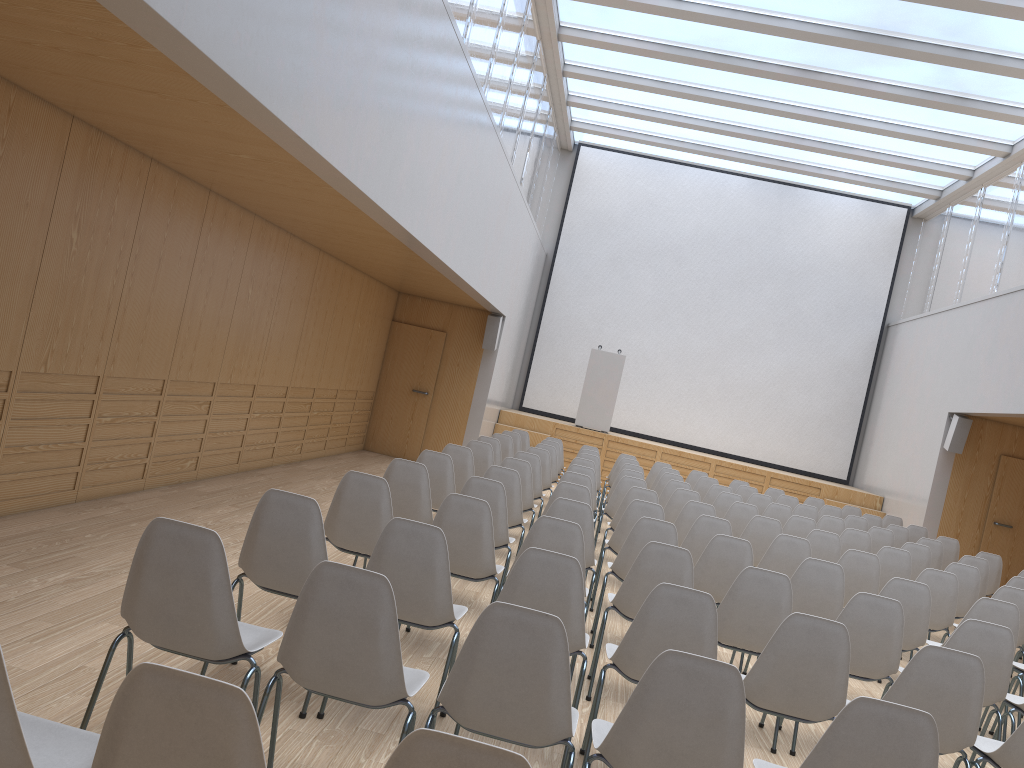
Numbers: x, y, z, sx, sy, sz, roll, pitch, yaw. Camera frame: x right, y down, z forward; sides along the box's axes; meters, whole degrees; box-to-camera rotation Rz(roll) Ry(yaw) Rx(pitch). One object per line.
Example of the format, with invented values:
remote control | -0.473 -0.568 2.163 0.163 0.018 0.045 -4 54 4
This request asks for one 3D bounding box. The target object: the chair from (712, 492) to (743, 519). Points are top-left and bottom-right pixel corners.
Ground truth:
chair | 2.227 1.576 9.515 0.479 0.876 0.505 13 0 6

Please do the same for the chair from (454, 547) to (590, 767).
chair | 0.097 1.102 3.786 0.479 0.876 0.505 13 0 6

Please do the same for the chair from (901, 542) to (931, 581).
chair | 3.644 1.895 8.350 0.479 0.876 0.505 13 0 6

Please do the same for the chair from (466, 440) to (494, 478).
chair | -0.369 0.993 8.868 0.479 0.876 0.505 13 0 6

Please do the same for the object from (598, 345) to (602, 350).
object | 1.529 -0.533 15.493 0.166 0.305 0.252 13 0 -22

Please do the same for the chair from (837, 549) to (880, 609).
chair | 2.426 1.623 6.543 0.479 0.876 0.505 13 0 6

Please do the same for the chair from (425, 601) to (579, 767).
chair | -0.025 1.075 2.793 0.479 0.876 0.505 13 0 6

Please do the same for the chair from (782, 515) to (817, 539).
chair | 2.649 1.671 8.502 0.479 0.876 0.505 13 0 6

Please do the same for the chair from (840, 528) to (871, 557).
chair | 3.128 1.779 8.429 0.479 0.876 0.505 13 0 6

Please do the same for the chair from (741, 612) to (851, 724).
chair | 1.115 1.330 3.662 0.479 0.876 0.505 13 0 6

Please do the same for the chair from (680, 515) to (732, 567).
chair | 1.396 1.391 6.630 0.479 0.876 0.505 13 0 6

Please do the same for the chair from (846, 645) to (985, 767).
chair | 1.609 1.441 3.617 0.479 0.876 0.505 13 0 6

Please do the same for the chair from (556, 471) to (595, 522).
chair | 0.492 1.187 7.737 0.479 0.876 0.505 13 0 6

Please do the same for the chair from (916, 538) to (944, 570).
chair | 4.245 2.029 9.358 0.479 0.876 0.505 13 0 6

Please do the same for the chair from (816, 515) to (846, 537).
chair | 3.268 1.809 9.439 0.479 0.876 0.505 13 0 6

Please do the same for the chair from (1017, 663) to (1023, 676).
chair | 4.566 2.102 7.310 0.479 0.876 0.505 13 0 6

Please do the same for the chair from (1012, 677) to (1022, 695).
chair | 3.965 1.968 6.361 0.479 0.876 0.505 13 0 6

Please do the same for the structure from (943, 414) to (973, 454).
structure | 6.298 0.705 12.544 0.196 0.542 0.368 13 0 6

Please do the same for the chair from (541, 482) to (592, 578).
chair | 0.393 1.166 6.761 0.479 0.876 0.505 13 0 6

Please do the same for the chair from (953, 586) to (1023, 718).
chair | 3.440 1.850 6.402 0.479 0.876 0.505 13 0 6

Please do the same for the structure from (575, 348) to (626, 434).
structure | 1.547 0.129 15.543 0.605 1.379 0.605 13 0 6

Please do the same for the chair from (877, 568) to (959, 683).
chair | 2.930 1.736 6.439 0.479 0.876 0.505 13 0 6

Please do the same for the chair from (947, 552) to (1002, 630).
chair | 4.779 2.149 9.229 0.479 0.876 0.505 13 0 6

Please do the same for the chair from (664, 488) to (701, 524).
chair | 1.602 1.436 8.647 0.479 0.876 0.505 13 0 6

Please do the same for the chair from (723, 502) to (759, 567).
chair | 2.131 1.555 8.578 0.479 0.876 0.505 13 0 6

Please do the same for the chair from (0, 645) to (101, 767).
chair | -1.124 0.829 1.882 0.479 0.876 0.505 13 0 6

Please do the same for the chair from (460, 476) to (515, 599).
chair | -0.225 1.028 5.824 0.479 0.876 0.505 13 0 6

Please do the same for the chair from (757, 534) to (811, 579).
chair | 1.933 1.512 6.529 0.479 0.876 0.505 13 0 6

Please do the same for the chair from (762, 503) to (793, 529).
chair | 2.748 1.692 9.525 0.479 0.876 0.505 13 0 6

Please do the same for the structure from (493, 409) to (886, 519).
structure | 2.925 1.672 15.585 6.551 1.027 2.728 13 0 6

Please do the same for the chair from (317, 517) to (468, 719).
chair | -0.443 0.980 3.777 0.479 0.876 0.505 13 0 6

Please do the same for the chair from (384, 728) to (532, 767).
chair | -0.138 1.050 1.790 0.479 0.876 0.505 13 0 6

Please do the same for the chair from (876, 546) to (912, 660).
chair | 3.041 1.760 7.412 0.479 0.876 0.505 13 0 6

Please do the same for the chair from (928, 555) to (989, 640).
chair | 4.174 2.014 8.350 0.479 0.876 0.505 13 0 6

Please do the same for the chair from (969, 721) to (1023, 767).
chair | 2.075 1.546 3.536 0.479 0.876 0.505 13 0 6

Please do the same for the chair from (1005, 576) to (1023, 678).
chair | 4.053 1.987 7.339 0.479 0.876 0.505 13 0 6

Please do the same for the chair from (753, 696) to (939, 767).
chair | 0.971 1.299 2.654 0.479 0.876 0.505 13 0 6

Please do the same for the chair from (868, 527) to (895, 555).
chair | 3.745 1.916 9.366 0.479 0.876 0.505 13 0 6

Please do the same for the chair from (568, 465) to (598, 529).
chair | 0.606 1.212 8.648 0.479 0.876 0.505 13 0 6

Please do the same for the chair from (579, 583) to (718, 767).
chair | 0.603 1.215 3.660 0.479 0.876 0.505 13 0 6

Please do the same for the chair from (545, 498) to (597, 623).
chair | 0.313 1.149 5.705 0.479 0.876 0.505 13 0 6

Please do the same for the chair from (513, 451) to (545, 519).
chair | 0.090 1.096 8.788 0.479 0.876 0.505 13 0 6

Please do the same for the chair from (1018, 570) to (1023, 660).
chair | 4.675 2.126 8.276 0.479 0.876 0.505 13 0 6

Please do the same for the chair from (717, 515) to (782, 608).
chair | 2.047 1.537 7.582 0.479 0.876 0.505 13 0 6

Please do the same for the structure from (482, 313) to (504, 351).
structure | -0.290 -0.775 13.280 0.196 0.542 0.368 13 0 6

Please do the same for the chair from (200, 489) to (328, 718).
chair | -0.944 0.868 3.791 0.479 0.876 0.505 13 0 6

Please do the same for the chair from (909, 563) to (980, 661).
chair | 3.543 1.873 7.314 0.479 0.876 0.505 13 0 6

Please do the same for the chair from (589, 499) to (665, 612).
chair | 0.913 1.283 6.643 0.479 0.876 0.505 13 0 6

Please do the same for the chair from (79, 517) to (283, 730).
chair | -1.040 0.847 2.897 0.479 0.876 0.505 13 0 6

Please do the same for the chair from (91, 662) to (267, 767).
chair | -0.629 0.940 1.807 0.479 0.876 0.505 13 0 6

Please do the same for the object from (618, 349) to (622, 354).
object | 1.866 -0.458 15.455 0.166 0.305 0.252 13 0 -22

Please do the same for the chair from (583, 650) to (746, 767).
chair | 0.455 1.183 2.692 0.479 0.876 0.505 13 0 6

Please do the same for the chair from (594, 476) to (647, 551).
chair | 1.098 1.323 8.676 0.479 0.876 0.505 13 0 6

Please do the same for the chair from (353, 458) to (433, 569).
chair | -0.713 0.918 5.860 0.479 0.876 0.505 13 0 6

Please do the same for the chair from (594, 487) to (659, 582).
chair | 1.045 1.312 7.704 0.479 0.876 0.505 13 0 6

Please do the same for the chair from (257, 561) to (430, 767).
chair | -0.525 0.963 2.821 0.479 0.876 0.505 13 0 6

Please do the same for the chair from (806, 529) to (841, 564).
chair | 2.507 1.640 7.512 0.479 0.876 0.505 13 0 6

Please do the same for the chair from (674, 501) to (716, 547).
chair | 1.501 1.414 7.584 0.479 0.876 0.505 13 0 6

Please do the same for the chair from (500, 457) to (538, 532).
chair | -0.018 1.073 7.813 0.479 0.876 0.505 13 0 6
